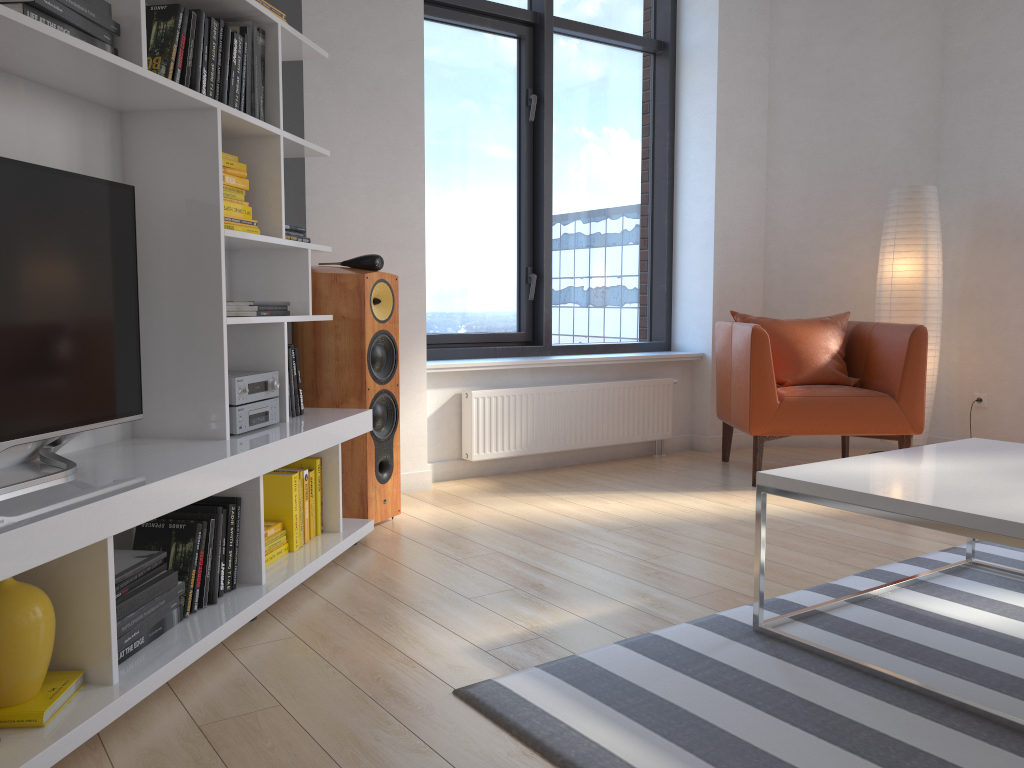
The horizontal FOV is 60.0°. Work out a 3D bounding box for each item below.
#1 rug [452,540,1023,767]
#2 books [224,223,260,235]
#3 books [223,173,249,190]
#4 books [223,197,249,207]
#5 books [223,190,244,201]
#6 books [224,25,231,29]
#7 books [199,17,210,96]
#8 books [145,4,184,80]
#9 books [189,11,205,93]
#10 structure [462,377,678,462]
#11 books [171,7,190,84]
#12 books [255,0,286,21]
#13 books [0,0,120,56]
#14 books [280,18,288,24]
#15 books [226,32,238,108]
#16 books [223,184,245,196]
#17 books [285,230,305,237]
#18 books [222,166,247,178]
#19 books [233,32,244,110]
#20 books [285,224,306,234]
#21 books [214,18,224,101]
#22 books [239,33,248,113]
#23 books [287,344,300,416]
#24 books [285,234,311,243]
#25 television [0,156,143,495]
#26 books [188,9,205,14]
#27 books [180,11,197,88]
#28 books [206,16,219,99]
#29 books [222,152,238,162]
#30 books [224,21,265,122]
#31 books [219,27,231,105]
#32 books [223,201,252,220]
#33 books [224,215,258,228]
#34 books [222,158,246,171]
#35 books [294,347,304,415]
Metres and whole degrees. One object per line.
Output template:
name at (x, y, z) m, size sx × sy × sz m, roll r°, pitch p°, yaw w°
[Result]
rug at (1.283, 0.703, 2.020) m, size 2.326 × 0.016 × 1.662 m, roll -3°, pitch 6°, yaw -35°
books at (-0.929, -0.473, 2.725) m, size 0.194 × 0.028 × 0.257 m, roll 1°, pitch 5°, yaw 15°
books at (-0.950, -0.624, 2.724) m, size 0.176 × 0.033 × 0.239 m, roll 1°, pitch 5°, yaw 14°
books at (-0.956, -0.560, 2.717) m, size 0.189 × 0.014 × 0.251 m, roll 1°, pitch 5°, yaw 14°
books at (-0.939, -0.577, 2.703) m, size 0.145 × 0.023 × 0.217 m, roll 1°, pitch 5°, yaw 15°
books at (-0.928, -0.927, 2.614) m, size 0.192 × 0.254 × 0.075 m, roll 1°, pitch 5°, yaw 10°
books at (-0.946, -0.910, 2.500) m, size 0.179 × 0.243 × 0.068 m, roll 1°, pitch 5°, yaw 9°
books at (-0.975, -0.894, 2.355) m, size 0.182 × 0.234 × 0.104 m, roll 1°, pitch 5°, yaw 11°
books at (-0.935, -0.905, 2.448) m, size 0.172 × 0.242 × 0.069 m, roll 1°, pitch 5°, yaw 11°
structure at (0.368, 0.225, 4.908) m, size 1.474 × 0.460 × 0.110 m, roll -3°, pitch 6°, yaw -34°
books at (-0.973, -0.896, 2.389) m, size 0.187 × 0.234 × 0.096 m, roll 1°, pitch 5°, yaw 11°
books at (-0.884, -1.213, 2.861) m, size 0.203 × 0.024 × 0.257 m, roll 1°, pitch 5°, yaw 13°
books at (-1.083, -0.811, 1.960) m, size 0.277 × 0.137 × 0.343 m, roll 1°, pitch 5°, yaw 6°
books at (-0.875, -1.187, 2.865) m, size 0.194 × 0.028 × 0.257 m, roll 1°, pitch 5°, yaw 15°
books at (-0.910, -0.924, 2.638) m, size 0.179 × 0.243 × 0.071 m, roll 1°, pitch 5°, yaw 9°
books at (-0.953, -0.598, 2.716) m, size 0.171 × 0.019 × 0.239 m, roll 1°, pitch 5°, yaw 10°
books at (-0.823, -0.520, 3.073) m, size 0.142 × 0.015 × 0.198 m, roll 1°, pitch 5°, yaw 9°
books at (-0.953, -0.652, 2.716) m, size 0.160 × 0.022 × 0.227 m, roll 2°, pitch 6°, yaw 26°
books at (-0.915, -0.930, 2.677) m, size 0.191 × 0.249 × 0.084 m, roll 1°, pitch 5°, yaw 10°
books at (-0.838, -0.540, 3.077) m, size 0.161 × 0.023 × 0.213 m, roll 1°, pitch 5°, yaw 14°
books at (-0.938, -0.926, 2.570) m, size 0.197 × 0.260 × 0.066 m, roll 1°, pitch 5°, yaw 10°
books at (-0.910, -0.938, 2.710) m, size 0.197 × 0.260 × 0.066 m, roll 1°, pitch 5°, yaw 10°
books at (-0.844, -0.013, 3.099) m, size 0.193 × 0.255 × 0.066 m, roll 1°, pitch 5°, yaw 10°
books at (-0.821, -0.502, 3.075) m, size 0.161 × 0.023 × 0.213 m, roll 1°, pitch 5°, yaw 14°
television at (-1.129, -0.133, 1.872) m, size 0.207 × 0.704 × 1.102 m, roll 1°, pitch 5°, yaw 10°
books at (-0.957, -0.914, 2.475) m, size 0.192 × 0.254 × 0.075 m, roll 1°, pitch 5°, yaw 10°
books at (-0.954, -0.899, 2.417) m, size 0.169 × 0.233 × 0.081 m, roll 1°, pitch 5°, yaw 10°
books at (-0.943, -0.918, 2.537) m, size 0.191 × 0.249 × 0.084 m, roll 1°, pitch 5°, yaw 10°
books at (-0.972, -0.699, 2.714) m, size 0.163 × 0.023 × 0.223 m, roll 1°, pitch 5°, yaw 15°
books at (-0.919, -0.972, 2.808) m, size 0.259 × 0.321 × 0.128 m, roll 1°, pitch 5°, yaw 10°
books at (-0.906, -0.917, 2.587) m, size 0.172 × 0.242 × 0.069 m, roll 1°, pitch 5°, yaw 11°
books at (-0.942, -0.532, 2.720) m, size 0.189 × 0.042 × 0.243 m, roll 1°, pitch 5°, yaw 10°
books at (-0.938, -0.499, 2.721) m, size 0.203 × 0.024 × 0.257 m, roll 1°, pitch 5°, yaw 13°
books at (-0.948, -0.676, 2.721) m, size 0.163 × 0.023 × 0.223 m, roll 1°, pitch 5°, yaw 15°
books at (-0.831, -0.010, 3.127) m, size 0.177 × 0.242 × 0.066 m, roll 1°, pitch 5°, yaw 10°
